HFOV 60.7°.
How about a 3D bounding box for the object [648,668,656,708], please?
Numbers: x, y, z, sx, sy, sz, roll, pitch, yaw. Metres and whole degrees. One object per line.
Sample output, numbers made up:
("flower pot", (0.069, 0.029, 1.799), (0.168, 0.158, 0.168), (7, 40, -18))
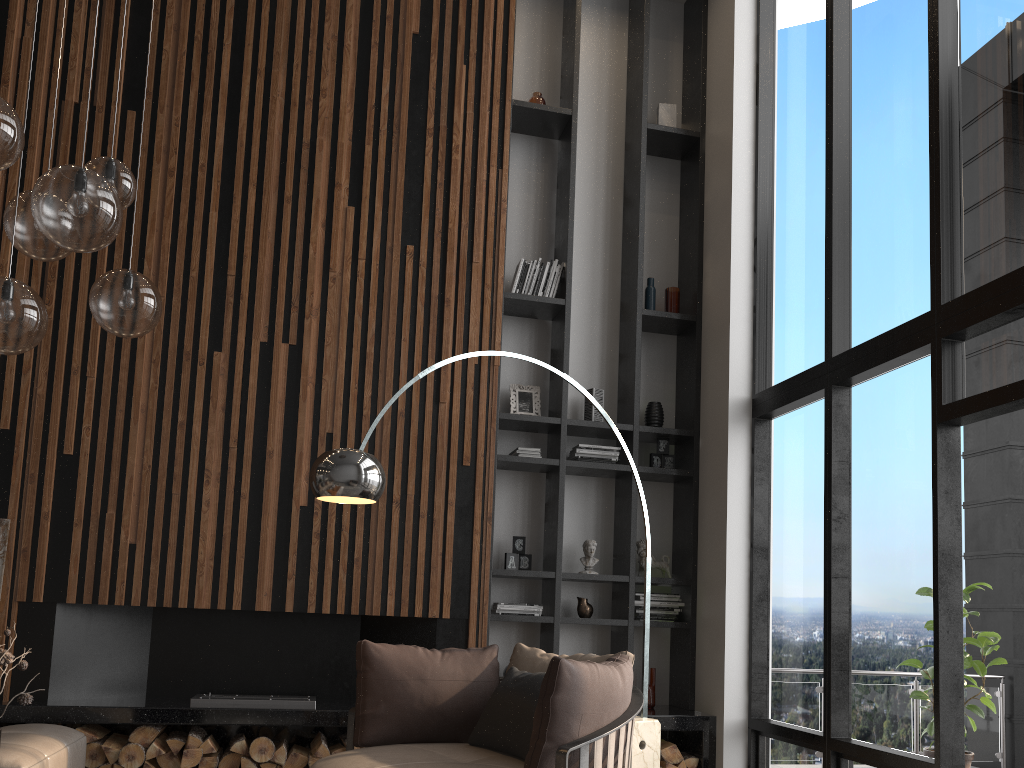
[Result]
("object", (0.930, 2.052, 5.911), (0.081, 0.261, 0.083), (1, -7, 9))

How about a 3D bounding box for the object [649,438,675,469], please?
("object", (1.045, 0.491, 6.079), (0.188, 0.228, 0.060), (4, -7, -10))

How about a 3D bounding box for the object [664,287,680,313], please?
("object", (1.143, -0.565, 6.246), (0.102, 0.225, 0.104), (6, -9, -28))

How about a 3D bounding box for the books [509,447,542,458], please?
("books", (0.083, 0.485, 5.905), (0.175, 0.070, 0.335), (5, -15, -13))

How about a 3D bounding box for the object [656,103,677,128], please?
("object", (1.126, -1.900, 6.389), (0.134, 0.255, 0.085), (3, -7, -3))

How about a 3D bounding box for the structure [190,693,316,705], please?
("structure", (-1.550, 1.923, 5.286), (0.712, 0.101, 0.307), (6, -14, -13))

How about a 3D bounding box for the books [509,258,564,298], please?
("books", (0.156, -0.697, 6.012), (0.368, 0.293, 0.189), (5, -9, -13))

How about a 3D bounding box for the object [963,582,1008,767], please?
("object", (3.041, 2.012, 5.969), (0.784, 1.438, 0.532), (10, -10, -42))

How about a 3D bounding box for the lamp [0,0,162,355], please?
("lamp", (-1.491, -2.357, 2.950), (1.235, 4.894, 1.250), (4, -7, -16))

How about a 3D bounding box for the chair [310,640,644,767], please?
("chair", (-0.157, 1.605, 3.858), (1.443, 0.879, 1.522), (-1, -13, 14))

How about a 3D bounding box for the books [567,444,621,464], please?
("books", (0.560, 0.504, 6.006), (0.323, 0.125, 0.224), (6, -13, -13))

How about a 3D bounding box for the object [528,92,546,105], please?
("object", (0.175, -1.956, 6.159), (0.131, 0.168, 0.133), (-5, -12, 37))

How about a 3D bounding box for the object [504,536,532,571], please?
("object", (0.042, 1.134, 5.839), (0.189, 0.230, 0.060), (5, -7, -15))

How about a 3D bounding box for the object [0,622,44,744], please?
("object", (-1.671, 1.044, 2.748), (0.321, 0.590, 0.548), (9, -12, -41))

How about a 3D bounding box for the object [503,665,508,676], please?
("object", (0.007, 1.908, 5.747), (0.136, 0.130, 0.137), (9, -13, -32))

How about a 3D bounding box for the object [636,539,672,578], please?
("object", (0.982, 1.216, 6.081), (0.253, 0.275, 0.133), (6, -9, -20))

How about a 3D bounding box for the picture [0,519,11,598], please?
("picture", (-3.133, 1.188, 4.665), (0.731, 0.978, 0.103), (4, -6, -13))

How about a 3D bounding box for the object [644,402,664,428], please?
("object", (1.003, 0.241, 6.172), (0.141, 0.213, 0.143), (6, -9, -22))

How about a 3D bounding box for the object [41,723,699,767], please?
("object", (-0.772, 2.220, 5.191), (4.043, 0.383, 0.446), (5, -12, -12))

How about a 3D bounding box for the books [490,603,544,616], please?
("books", (0.032, 1.487, 5.772), (0.323, 0.076, 0.224), (6, -14, -13))

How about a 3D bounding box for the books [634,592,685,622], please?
("books", (0.966, 1.532, 6.011), (0.374, 0.186, 0.223), (5, -12, -12))

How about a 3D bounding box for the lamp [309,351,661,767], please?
("lamp", (-0.029, 0.978, 4.184), (2.057, 2.286, 0.323), (10, -9, -36))

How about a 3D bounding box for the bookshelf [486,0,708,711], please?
("bookshelf", (0.578, -0.439, 6.110), (1.463, 5.206, 0.343), (4, -6, -13))

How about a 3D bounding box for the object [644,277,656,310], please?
("object", (0.980, -0.609, 6.206), (0.078, 0.287, 0.079), (-1, -7, 23))

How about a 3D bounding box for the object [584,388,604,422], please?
("object", (0.566, 0.169, 6.045), (0.105, 0.254, 0.106), (7, -9, -32))

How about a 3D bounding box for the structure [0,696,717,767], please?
("structure", (-1.968, 2.083, 5.103), (6.541, 0.449, 0.684), (6, -13, -13))

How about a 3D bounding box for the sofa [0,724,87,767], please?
("sofa", (-2.773, 1.287, 2.921), (1.879, 0.799, 3.329), (5, -15, -12))

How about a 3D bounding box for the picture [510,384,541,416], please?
("picture", (0.088, 0.132, 5.994), (0.216, 0.266, 0.116), (4, -8, -12))

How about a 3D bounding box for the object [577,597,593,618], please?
("object", (0.494, 1.514, 5.923), (0.100, 0.139, 0.105), (-2, -10, 25))

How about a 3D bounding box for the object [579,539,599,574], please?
("object", (0.520, 1.176, 5.935), (0.138, 0.239, 0.139), (-2, -9, 28))
